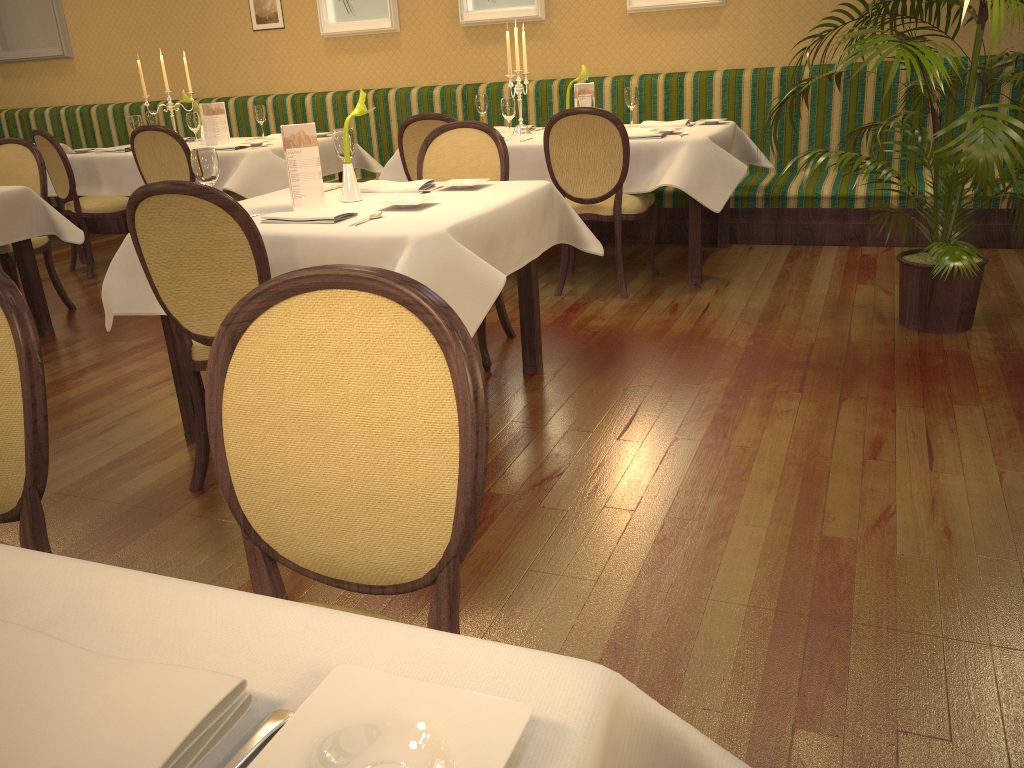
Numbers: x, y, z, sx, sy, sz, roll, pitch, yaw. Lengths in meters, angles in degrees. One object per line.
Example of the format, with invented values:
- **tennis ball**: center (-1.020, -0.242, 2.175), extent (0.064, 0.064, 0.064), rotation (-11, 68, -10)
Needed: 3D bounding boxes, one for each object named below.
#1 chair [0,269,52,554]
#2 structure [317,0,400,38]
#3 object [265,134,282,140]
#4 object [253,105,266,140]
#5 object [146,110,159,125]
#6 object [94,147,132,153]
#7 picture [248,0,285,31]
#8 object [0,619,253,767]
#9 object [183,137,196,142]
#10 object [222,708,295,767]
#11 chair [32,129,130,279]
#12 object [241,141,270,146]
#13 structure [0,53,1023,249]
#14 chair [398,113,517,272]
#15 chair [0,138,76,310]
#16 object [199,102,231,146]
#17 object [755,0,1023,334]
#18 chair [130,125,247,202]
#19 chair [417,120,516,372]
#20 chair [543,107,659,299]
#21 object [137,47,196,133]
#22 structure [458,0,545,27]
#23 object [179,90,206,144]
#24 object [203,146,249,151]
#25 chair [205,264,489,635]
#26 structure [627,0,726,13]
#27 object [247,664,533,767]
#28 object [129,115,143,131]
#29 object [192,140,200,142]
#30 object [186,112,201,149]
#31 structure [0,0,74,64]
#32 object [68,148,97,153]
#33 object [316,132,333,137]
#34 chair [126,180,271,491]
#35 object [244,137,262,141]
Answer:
- **chair**: center (-1.003, 0.324, 1.405), extent (0.530, 0.955, 0.571), rotation (5, 22, 22)
- **structure**: center (-1.263, -4.128, 6.421), extent (0.687, 2.985, 0.200), rotation (5, 22, 22)
- **object**: center (-1.592, -1.749, 6.261), extent (0.273, 0.033, 0.142), rotation (5, 22, 22)
- **object**: center (-1.785, -1.862, 6.312), extent (0.088, 0.229, 0.088), rotation (-13, 22, -23)
- **object**: center (-2.692, -1.937, 6.677), extent (0.088, 0.229, 0.088), rotation (-11, 21, -18)
- **object**: center (-2.696, -1.600, 6.056), extent (0.273, 0.033, 0.142), rotation (5, 22, 22)
- **picture**: center (-1.985, -3.014, 7.154), extent (0.313, 0.294, 0.008), rotation (5, 22, 22)
- **object**: center (-0.347, 0.244, 0.654), extent (0.273, 0.033, 0.142), rotation (5, 22, 22)
- **object**: center (-2.505, -1.809, 6.586), extent (0.273, 0.033, 0.142), rotation (5, 22, 22)
- **object**: center (-0.198, 0.268, 0.582), extent (0.038, 0.015, 0.181), rotation (5, 22, 23)
- **chair**: center (-2.795, -1.247, 5.969), extent (0.571, 0.955, 0.530), rotation (-21, 26, -39)
- **object**: center (-1.668, -1.565, 5.788), extent (0.160, 0.024, 0.160), rotation (5, 22, 22)
- **structure**: center (-3.610, -1.918, 7.827), extent (14.516, 1.031, 0.850), rotation (5, 22, 22)
- **chair**: center (-0.317, -1.049, 4.992), extent (0.530, 0.955, 0.571), rotation (5, 22, 22)
- **chair**: center (-2.760, -0.803, 4.763), extent (0.530, 0.955, 0.571), rotation (1, 21, 12)
- **object**: center (-2.017, -1.764, 6.023), extent (0.166, 0.277, 0.081), rotation (-9, 21, -14)
- **object**: center (1.763, -1.065, 3.454), extent (1.552, 1.807, 1.496), rotation (-2, 20, 4)
- **chair**: center (-2.038, -1.188, 5.673), extent (0.530, 0.955, 0.571), rotation (5, 22, 22)
- **chair**: center (-0.268, -0.601, 3.771), extent (0.530, 0.955, 0.571), rotation (5, 22, 22)
- **chair**: center (0.451, -0.975, 4.653), extent (0.530, 0.955, 0.571), rotation (5, 22, 22)
- **object**: center (-2.393, -1.999, 6.186), extent (0.131, 0.655, 0.390), rotation (11, 25, 35)
- **structure**: center (-0.154, -4.038, 5.980), extent (0.661, 2.985, 0.200), rotation (5, 22, 22)
- **object**: center (-2.191, -1.849, 6.140), extent (0.076, 0.375, 0.163), rotation (15, 28, 41)
- **object**: center (-1.835, -1.507, 5.664), extent (0.273, 0.024, 0.142), rotation (5, 22, 22)
- **chair**: center (-0.286, 0.382, 1.120), extent (0.530, 0.955, 0.571), rotation (5, 22, 22)
- **structure**: center (1.023, -3.943, 5.513), extent (0.670, 2.985, 0.200), rotation (5, 22, 22)
- **object**: center (-0.087, 0.257, 0.582), extent (0.160, 0.024, 0.160), rotation (5, 22, 22)
- **object**: center (-2.518, -1.688, 5.971), extent (0.088, 0.229, 0.088), rotation (-11, 21, -18)
- **object**: center (-2.326, -1.801, 6.559), extent (0.017, 0.010, 0.185), rotation (5, 22, 23)
- **object**: center (-2.073, -1.655, 5.804), extent (0.088, 0.229, 0.088), rotation (-11, 21, -18)
- **structure**: center (-4.503, -4.444, 7.686), extent (0.956, 3.103, 0.200), rotation (5, 22, 22)
- **object**: center (-2.990, -1.623, 6.180), extent (0.160, 0.024, 0.160), rotation (5, 22, 22)
- **object**: center (-1.331, -1.736, 6.189), extent (0.160, 0.024, 0.160), rotation (5, 22, 22)
- **chair**: center (-0.776, -0.177, 2.718), extent (0.530, 0.955, 0.571), rotation (5, 22, 22)
- **object**: center (-1.858, -1.763, 6.374), extent (0.017, 0.010, 0.185), rotation (5, 22, 23)
